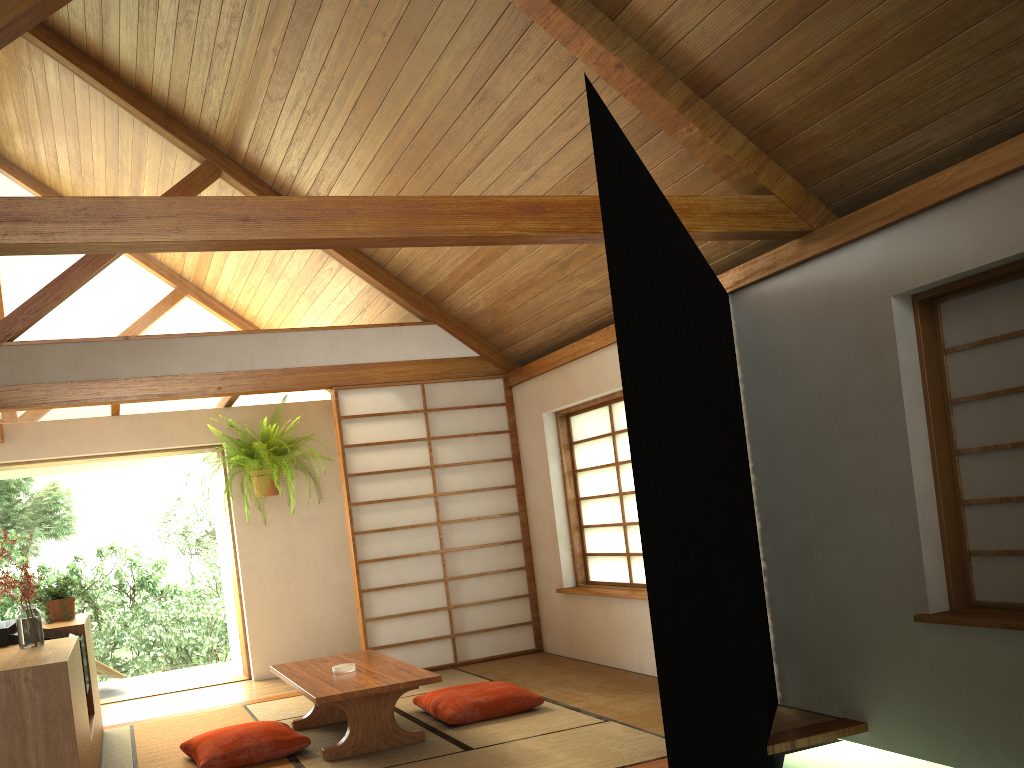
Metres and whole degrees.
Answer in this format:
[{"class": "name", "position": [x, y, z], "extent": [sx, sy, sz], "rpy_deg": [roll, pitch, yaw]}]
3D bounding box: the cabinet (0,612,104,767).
[{"class": "cabinet", "position": [-2.244, 1.546, 4.059], "extent": [0.528, 0.733, 2.813], "rpy_deg": [-6, -7, -25]}]

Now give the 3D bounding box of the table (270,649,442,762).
[{"class": "table", "position": [-0.835, 1.646, 4.523], "extent": [0.571, 0.334, 1.276], "rpy_deg": [-4, -8, -24]}]

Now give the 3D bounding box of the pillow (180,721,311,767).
[{"class": "pillow", "position": [-1.340, 1.784, 4.376], "extent": [0.524, 0.148, 0.601], "rpy_deg": [-3, -9, -28]}]

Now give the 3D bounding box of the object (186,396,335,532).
[{"class": "object", "position": [-1.964, 0.658, 7.081], "extent": [1.199, 1.123, 1.128], "rpy_deg": [-5, -5, -28]}]

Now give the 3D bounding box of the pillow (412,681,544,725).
[{"class": "pillow", "position": [-0.203, 1.708, 4.740], "extent": [0.529, 0.131, 0.596], "rpy_deg": [-4, -8, -23]}]

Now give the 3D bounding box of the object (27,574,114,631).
[{"class": "object", "position": [-2.661, 1.296, 5.075], "extent": [0.530, 0.375, 0.540], "rpy_deg": [-10, -6, 28]}]

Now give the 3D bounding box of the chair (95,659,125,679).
[{"class": "chair", "position": [-3.983, 2.391, 7.426], "extent": [0.868, 0.624, 1.148], "rpy_deg": [-12, -8, 43]}]

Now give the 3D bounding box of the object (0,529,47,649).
[{"class": "object", "position": [-2.005, 0.817, 3.515], "extent": [0.229, 0.498, 0.235], "rpy_deg": [-7, -2, -16]}]

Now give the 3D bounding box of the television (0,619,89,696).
[{"class": "television", "position": [-2.237, 1.371, 4.068], "extent": [0.466, 0.536, 0.679], "rpy_deg": [-6, -5, -23]}]

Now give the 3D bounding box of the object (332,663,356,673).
[{"class": "object", "position": [-0.862, 1.461, 4.499], "extent": [0.129, 0.030, 0.110], "rpy_deg": [-14, -10, 41]}]
